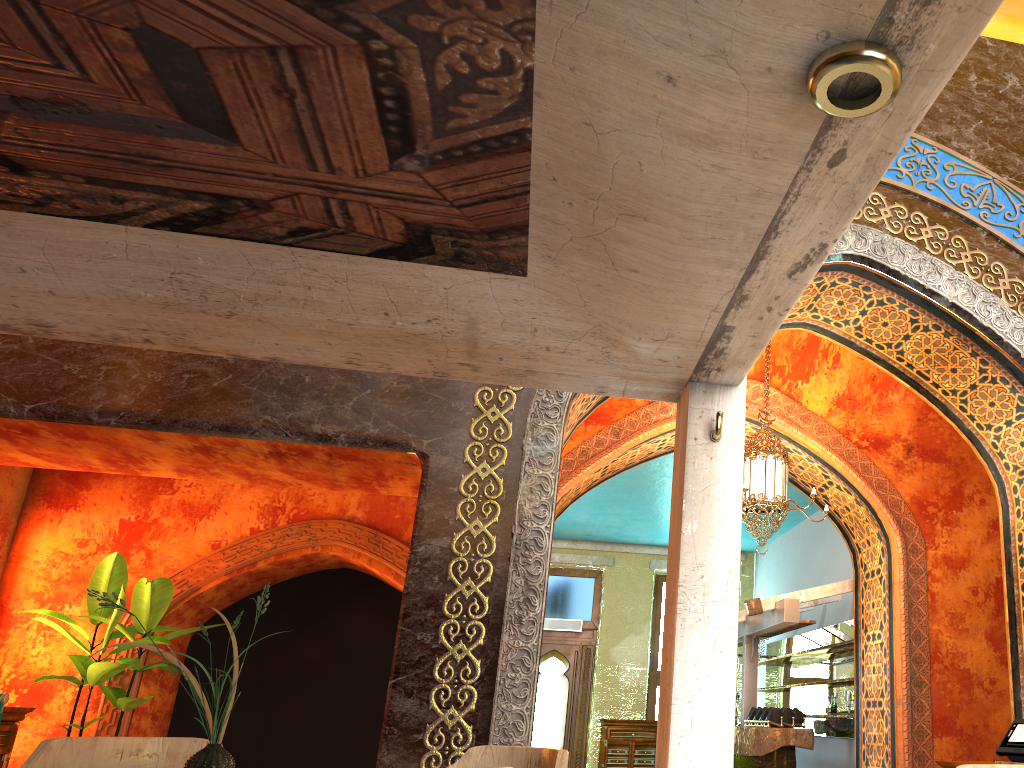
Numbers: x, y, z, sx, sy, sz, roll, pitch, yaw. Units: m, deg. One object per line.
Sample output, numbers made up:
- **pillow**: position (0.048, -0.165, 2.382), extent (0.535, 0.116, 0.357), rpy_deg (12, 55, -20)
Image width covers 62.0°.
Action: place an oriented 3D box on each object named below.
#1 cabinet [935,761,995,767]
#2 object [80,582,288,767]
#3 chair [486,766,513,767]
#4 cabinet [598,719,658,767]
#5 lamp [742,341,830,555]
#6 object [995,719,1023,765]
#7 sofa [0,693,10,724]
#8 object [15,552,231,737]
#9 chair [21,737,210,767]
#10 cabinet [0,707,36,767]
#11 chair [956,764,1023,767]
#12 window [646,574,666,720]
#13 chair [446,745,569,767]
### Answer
- **cabinet**: position (3.465, 3.166, 5.796), extent (0.505, 1.037, 1.482), rpy_deg (5, -20, 1)
- **object**: position (-0.981, 0.909, 2.451), extent (0.638, 0.705, 0.259), rpy_deg (2, -19, 6)
- **chair**: position (-0.424, 1.420, 1.780), extent (0.623, 1.161, 0.878), rpy_deg (-13, -26, 42)
- **cabinet**: position (2.036, 6.503, 14.755), extent (1.160, 1.284, 0.602), rpy_deg (7, -19, -8)
- **lamp**: position (2.368, 0.425, 7.973), extent (1.335, 2.330, 1.106), rpy_deg (7, -19, -5)
- **object**: position (3.589, 2.497, 5.929), extent (0.269, 0.313, 0.437), rpy_deg (8, -21, -11)
- **sofa**: position (-3.710, 2.019, 3.738), extent (1.201, 1.349, 2.463), rpy_deg (4, -21, -1)
- **object**: position (-3.190, 2.617, 6.702), extent (1.109, 2.386, 1.317), rpy_deg (-2, -20, 20)
- **chair**: position (-1.319, 1.787, 2.783), extent (0.878, 1.161, 0.623), rpy_deg (20, -24, -38)
- **cabinet**: position (-4.075, 2.801, 5.680), extent (0.630, 1.239, 1.457), rpy_deg (5, -20, 0)
- **chair**: position (1.619, 1.707, 2.372), extent (0.812, 1.161, 0.682), rpy_deg (7, -19, -6)
- **window**: position (3.314, 5.296, 15.872), extent (1.597, 3.368, 0.086), rpy_deg (9, -18, -10)
- **chair**: position (-0.232, 1.835, 2.830), extent (0.697, 1.161, 0.784), rpy_deg (-13, -26, 42)
